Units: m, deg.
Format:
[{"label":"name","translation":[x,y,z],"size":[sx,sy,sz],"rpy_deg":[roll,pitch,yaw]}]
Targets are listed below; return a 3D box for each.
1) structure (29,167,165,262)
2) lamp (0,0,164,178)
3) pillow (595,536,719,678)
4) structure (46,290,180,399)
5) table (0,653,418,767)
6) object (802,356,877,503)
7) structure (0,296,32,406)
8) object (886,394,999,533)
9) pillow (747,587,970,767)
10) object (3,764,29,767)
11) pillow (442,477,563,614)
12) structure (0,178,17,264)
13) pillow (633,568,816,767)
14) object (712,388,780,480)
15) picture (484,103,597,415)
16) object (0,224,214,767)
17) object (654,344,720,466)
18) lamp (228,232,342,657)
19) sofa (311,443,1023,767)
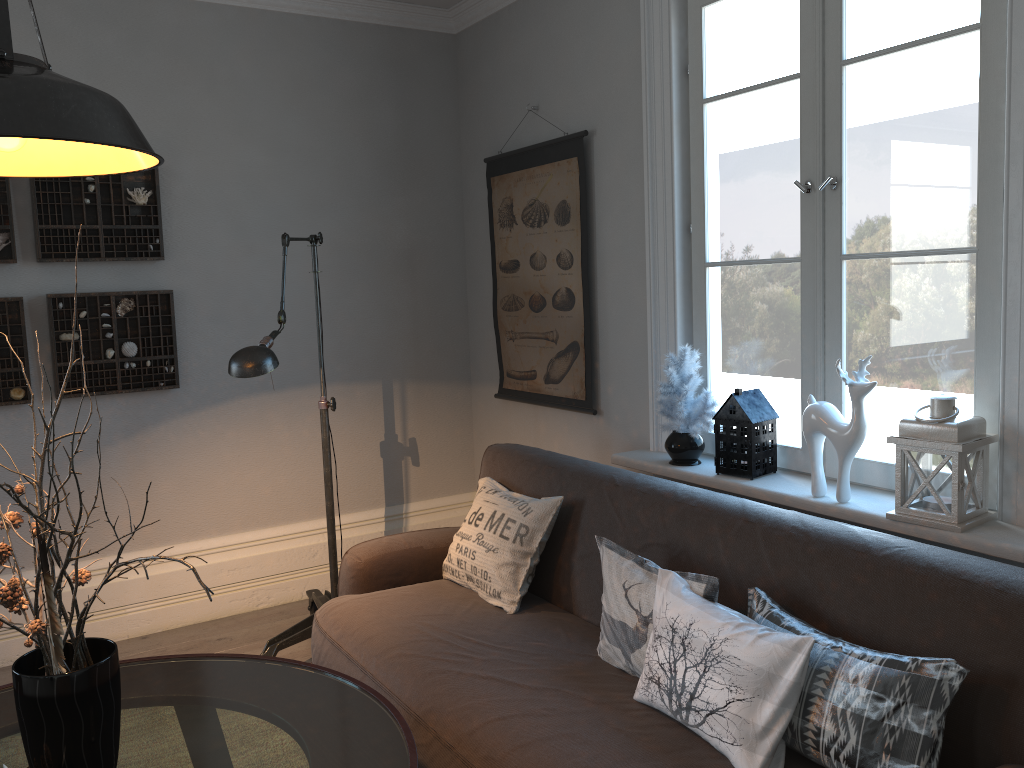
[{"label":"structure","translation":[-1.648,-0.699,3.537],"size":[0.468,0.415,0.105],"rpy_deg":[-6,7,-31]},{"label":"lamp","translation":[-0.893,-0.922,1.482],"size":[0.504,1.075,0.504],"rpy_deg":[0,6,16]},{"label":"pillow","translation":[0.347,0.592,2.209],"size":[0.159,0.347,0.472],"rpy_deg":[-6,7,-34]},{"label":"structure","translation":[-1.616,-0.168,3.612],"size":[0.468,0.415,0.086],"rpy_deg":[-6,7,-31]},{"label":"table","translation":[-0.819,1.025,1.692],"size":[1.300,0.503,1.300],"rpy_deg":[-7,8,-38]},{"label":"object","translation":[0.906,0.128,2.455],"size":[0.128,0.409,0.239],"rpy_deg":[-6,7,-35]},{"label":"structure","translation":[-2.082,-0.111,3.327],"size":[0.468,0.415,0.086],"rpy_deg":[-6,7,-31]},{"label":"object","translation":[1.098,0.186,2.264],"size":[0.193,0.321,0.193],"rpy_deg":[-7,8,-37]},{"label":"pillow","translation":[0.638,0.629,1.811],"size":[0.183,0.288,0.542],"rpy_deg":[-6,7,-30]},{"label":"object","translation":[-0.899,0.760,1.602],"size":[0.153,0.067,0.404],"rpy_deg":[-4,7,-14]},{"label":"pillow","translation":[-0.045,0.515,2.913],"size":[0.240,0.368,0.519],"rpy_deg":[-6,7,-31]},{"label":"structure","translation":[-2.116,-0.650,3.278],"size":[0.468,0.415,0.099],"rpy_deg":[-6,7,-31]},{"label":"pillow","translation":[0.437,0.611,1.921],"size":[0.188,0.309,0.471],"rpy_deg":[-6,7,-31]},{"label":"object","translation":[0.754,0.152,2.860],"size":[0.155,0.284,0.155],"rpy_deg":[-8,8,-41]},{"label":"picture","translation":[0.111,-0.554,3.881],"size":[0.057,1.312,0.793],"rpy_deg":[-6,7,-31]},{"label":"object","translation":[-0.849,0.263,1.487],"size":[0.853,1.065,0.526],"rpy_deg":[1,7,29]},{"label":"object","translation":[0.602,0.062,3.079],"size":[0.247,0.423,0.263],"rpy_deg":[-2,6,4]},{"label":"lamp","translation":[-0.549,0.229,3.547],"size":[0.797,1.643,1.865],"rpy_deg":[-2,6,6]},{"label":"sofa","translation":[0.222,0.742,2.309],"size":[0.969,0.824,2.166],"rpy_deg":[-6,7,-31]}]
